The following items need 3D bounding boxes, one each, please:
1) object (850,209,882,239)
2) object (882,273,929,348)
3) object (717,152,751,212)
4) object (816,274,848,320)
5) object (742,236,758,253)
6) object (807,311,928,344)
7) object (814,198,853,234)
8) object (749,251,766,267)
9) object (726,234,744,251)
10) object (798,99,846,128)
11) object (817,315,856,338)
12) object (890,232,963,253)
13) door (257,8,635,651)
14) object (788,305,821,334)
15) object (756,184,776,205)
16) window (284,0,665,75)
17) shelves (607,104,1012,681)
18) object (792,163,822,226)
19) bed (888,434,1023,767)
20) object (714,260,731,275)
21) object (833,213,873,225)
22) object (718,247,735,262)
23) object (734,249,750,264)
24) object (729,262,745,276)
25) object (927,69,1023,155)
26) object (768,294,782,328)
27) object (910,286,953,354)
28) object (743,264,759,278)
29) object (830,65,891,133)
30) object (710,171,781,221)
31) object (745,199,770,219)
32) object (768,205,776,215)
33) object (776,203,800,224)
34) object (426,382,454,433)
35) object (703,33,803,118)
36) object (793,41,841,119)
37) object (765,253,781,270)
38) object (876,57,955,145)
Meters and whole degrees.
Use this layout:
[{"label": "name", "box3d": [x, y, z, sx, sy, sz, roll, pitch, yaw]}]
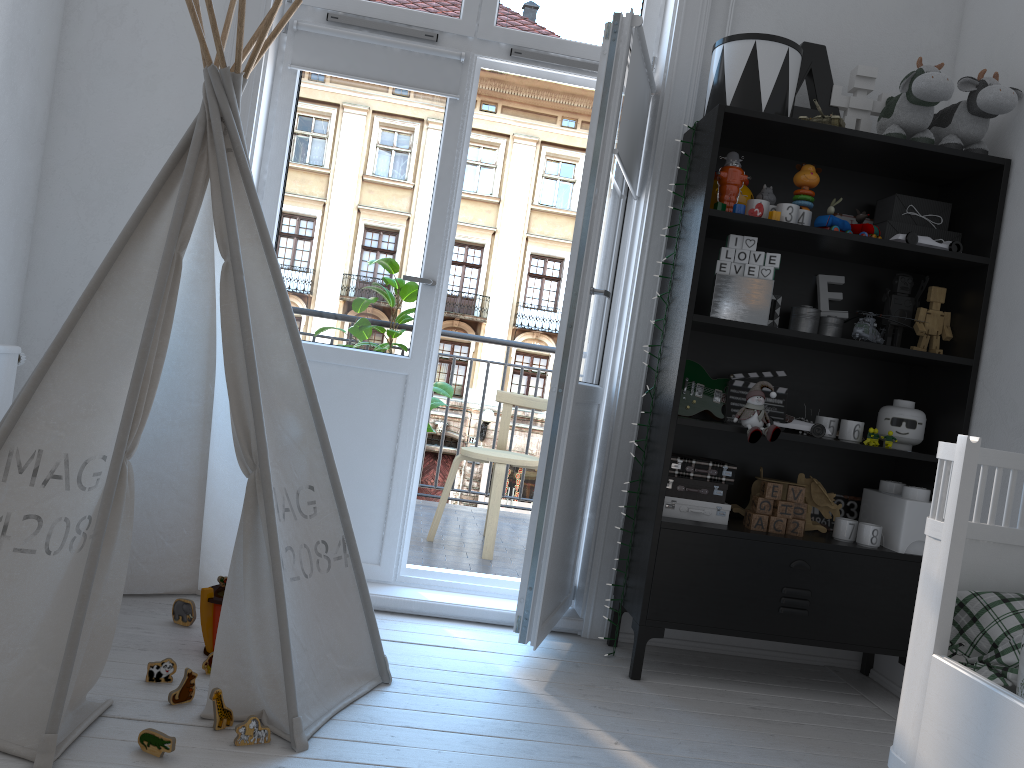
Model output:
[{"label": "object", "box3d": [1.091, -0.490, 2.764, 0.087, 0.112, 0.121, 8, 1, -36]}, {"label": "object", "box3d": [1.241, -0.226, 2.827, 0.117, 0.259, 0.081, 8, 1, -6]}, {"label": "object", "box3d": [0.658, -0.594, 2.649, 0.105, 0.203, 0.072, 9, 1, 1]}, {"label": "object", "box3d": [1.052, -0.286, 2.913, 0.107, 0.151, 0.055, 8, 1, -6]}, {"label": "object", "box3d": [0.704, -0.415, 2.638, 0.040, 0.040, 0.040, 9, 1, 4]}, {"label": "object", "box3d": [1.103, -0.169, 2.762, 0.368, 0.106, 0.349, 9, 0, -5]}, {"label": "object", "box3d": [0.988, -0.505, 2.711, 0.121, 0.126, 0.087, 8, 1, -29]}, {"label": "object", "box3d": [0.729, -0.370, 2.634, 0.040, 0.040, 0.040, 9, 1, 24]}, {"label": "object", "box3d": [0.663, -0.421, 2.644, 0.040, 0.040, 0.040, 9, 1, -1]}, {"label": "object", "box3d": [0.951, -0.800, 2.699, 0.121, 0.100, 0.338, 9, 1, 29]}, {"label": "object", "box3d": [1.047, -0.172, 2.789, 0.078, 0.091, 0.246, 8, 1, -12]}, {"label": "object", "box3d": [1.256, -0.425, 2.695, 0.231, 0.048, 0.098, 8, 1, -16]}, {"label": "door", "box3d": [-0.247, -0.223, 2.745, 1.264, 1.839, 0.636, 9, 1, -4]}, {"label": "object", "box3d": [0.942, -0.197, 2.861, 0.095, 0.110, 0.095, 9, 1, -2]}, {"label": "object", "box3d": [0.800, -0.552, 2.813, 0.063, 0.160, 0.063, 8, 1, -28]}, {"label": "window", "box3d": [-0.078, -1.463, 2.972, 1.263, 0.660, 0.101, 9, 1, -6]}, {"label": "shelves", "box3d": [0.898, 0.089, 2.767, 0.911, 1.678, 0.353, 8, 1, -6]}, {"label": "object", "box3d": [0.887, -0.565, 2.698, 0.077, 0.213, 0.077, 9, 1, 27]}, {"label": "bed", "box3d": [1.131, 0.565, 1.050, 0.670, 0.833, 1.403, 8, 1, -6]}, {"label": "object", "box3d": [0.629, -0.345, 2.649, 0.040, 0.040, 0.040, 9, 1, 9]}, {"label": "object", "box3d": [1.221, -0.477, 2.936, 0.347, 0.132, 0.037, 9, 1, -6]}, {"label": "object", "box3d": [0.640, -0.384, 2.648, 0.040, 0.040, 0.040, 9, 1, 4]}, {"label": "object", "box3d": [0.685, -0.377, 2.641, 0.040, 0.040, 0.040, 9, 1, 14]}, {"label": "object", "box3d": [0.668, -0.339, 2.651, 0.040, 0.040, 0.040, 9, 1, -1]}, {"label": "object", "box3d": [1.364, -0.812, 2.735, 0.211, 0.253, 0.386, 8, 1, -23]}, {"label": "object", "box3d": [0.833, -0.225, 2.883, 0.070, 0.135, 0.028, 8, 1, -7]}, {"label": "object", "box3d": [1.319, -0.194, 2.774, 0.114, 0.221, 0.052, 8, 1, -7]}, {"label": "object", "box3d": [0.710, -0.333, 2.637, 0.040, 0.040, 0.040, 9, 1, 9]}, {"label": "object", "box3d": [1.117, -0.872, 2.868, 0.190, 0.290, 0.065, 9, 1, -1]}, {"label": "object", "box3d": [0.683, -0.587, 2.723, 0.197, 0.197, 0.318, 8, 1, -10]}, {"label": "object", "box3d": [0.734, -0.514, 2.659, 0.067, 0.067, 0.067, 9, 1, -5]}, {"label": "object", "box3d": [0.782, -0.507, 2.709, 0.067, 0.067, 0.067, 8, 1, -32]}, {"label": "object", "box3d": [0.822, -0.500, 2.654, 0.067, 0.067, 0.067, 9, 1, -5]}, {"label": "object", "box3d": [-0.600, 0.052, 4.025, 0.720, 1.225, 0.489, 9, 1, 4]}, {"label": "object", "box3d": [0.761, -0.910, 2.785, 0.272, 0.259, 0.395, 9, 1, 22]}, {"label": "object", "box3d": [0.947, -0.926, 2.879, 0.343, 0.344, 0.057, 9, 1, -6]}, {"label": "object", "box3d": [0.773, -0.364, 2.627, 0.040, 0.040, 0.040, 9, 1, 19]}, {"label": "object", "box3d": [1.215, -0.834, 2.714, 0.154, 0.253, 0.370, 9, 1, 2]}]
